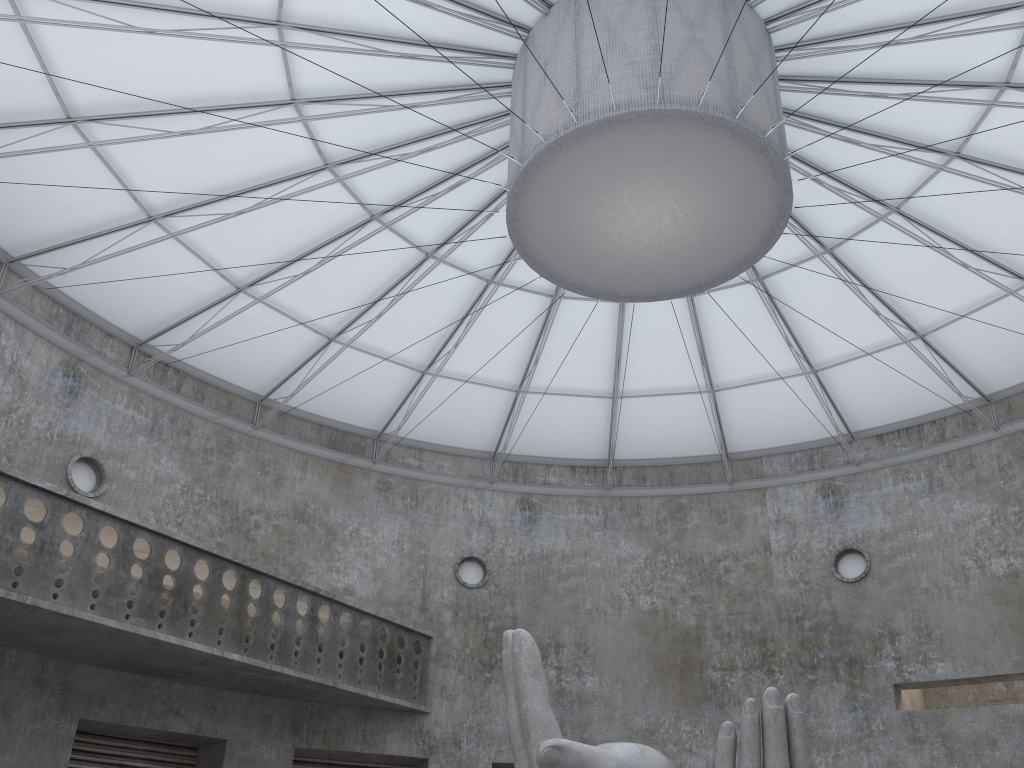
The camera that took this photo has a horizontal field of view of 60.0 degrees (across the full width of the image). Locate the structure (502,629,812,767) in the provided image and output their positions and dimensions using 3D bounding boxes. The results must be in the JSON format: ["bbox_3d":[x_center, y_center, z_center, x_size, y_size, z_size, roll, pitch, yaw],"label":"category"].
[{"bbox_3d":[4.714,6.592,14.552,10.729,5.582,15.976,7,-29,-8],"label":"structure"}]
